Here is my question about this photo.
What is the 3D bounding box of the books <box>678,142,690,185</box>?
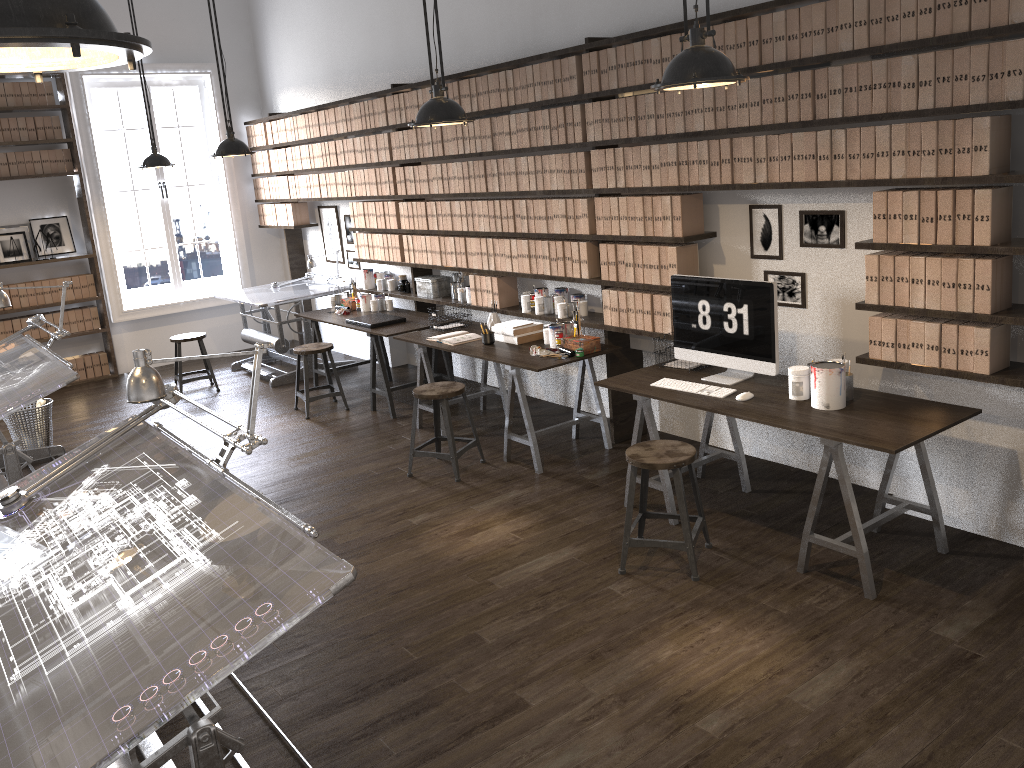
[{"bbox_3d":[0.971,-1.176,4.710,0.175,0.223,0.067,-14,15,-35],"label":"books"}]

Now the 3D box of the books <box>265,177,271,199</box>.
[{"bbox_3d":[-2.491,-2.067,9.328,0.175,0.223,0.067,-14,15,-35],"label":"books"}]

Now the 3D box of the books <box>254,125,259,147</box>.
[{"bbox_3d":[-2.611,-2.620,9.325,0.175,0.223,0.067,-14,15,-35],"label":"books"}]

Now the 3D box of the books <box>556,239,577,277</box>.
[{"bbox_3d":[0.375,-0.811,5.671,0.175,0.223,0.067,-14,15,-35],"label":"books"}]

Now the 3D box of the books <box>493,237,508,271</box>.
[{"bbox_3d":[-0.035,-0.920,6.229,0.175,0.223,0.067,-14,15,-35],"label":"books"}]

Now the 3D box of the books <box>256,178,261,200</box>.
[{"bbox_3d":[-2.658,-2.112,9.560,0.175,0.223,0.067,-14,15,-35],"label":"books"}]

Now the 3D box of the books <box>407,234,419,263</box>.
[{"bbox_3d":[-0.744,-1.101,7.169,0.175,0.223,0.067,-14,15,-35],"label":"books"}]

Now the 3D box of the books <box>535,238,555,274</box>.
[{"bbox_3d":[0.250,-0.846,5.846,0.175,0.223,0.067,-14,15,-35],"label":"books"}]

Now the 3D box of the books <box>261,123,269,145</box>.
[{"bbox_3d":[-2.488,-2.587,9.154,0.175,0.223,0.067,-14,15,-35],"label":"books"}]

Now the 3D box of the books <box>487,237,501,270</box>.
[{"bbox_3d":[-0.080,-0.930,6.282,0.175,0.223,0.067,-14,15,-35],"label":"books"}]

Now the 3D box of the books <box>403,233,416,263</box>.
[{"bbox_3d":[-0.790,-1.111,7.225,0.175,0.223,0.067,-14,15,-35],"label":"books"}]

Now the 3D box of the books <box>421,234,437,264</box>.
[{"bbox_3d":[-0.620,-1.068,7.001,0.175,0.223,0.067,-14,15,-35],"label":"books"}]

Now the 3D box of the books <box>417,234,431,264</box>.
[{"bbox_3d":[-0.659,-1.080,7.060,0.175,0.223,0.067,-14,15,-35],"label":"books"}]

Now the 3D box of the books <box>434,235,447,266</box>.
[{"bbox_3d":[-0.501,-1.037,6.840,0.175,0.223,0.067,-14,15,-35],"label":"books"}]

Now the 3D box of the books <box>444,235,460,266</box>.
[{"bbox_3d":[-0.414,-1.017,6.733,0.175,0.223,0.067,-14,15,-35],"label":"books"}]

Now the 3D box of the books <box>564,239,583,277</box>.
[{"bbox_3d":[0.424,-0.801,5.615,0.175,0.223,0.067,-14,15,-35],"label":"books"}]

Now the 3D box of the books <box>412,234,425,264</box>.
[{"bbox_3d":[-0.699,-1.091,7.116,0.175,0.223,0.067,-14,15,-35],"label":"books"}]

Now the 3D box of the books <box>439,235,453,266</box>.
[{"bbox_3d":[-0.456,-1.028,6.790,0.175,0.223,0.067,-14,15,-35],"label":"books"}]

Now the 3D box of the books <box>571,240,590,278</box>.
[{"bbox_3d":[0.464,-0.789,5.552,0.175,0.223,0.067,-14,15,-35],"label":"books"}]

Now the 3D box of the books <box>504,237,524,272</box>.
[{"bbox_3d":[0.043,-0.897,6.114,0.175,0.223,0.067,-14,15,-35],"label":"books"}]

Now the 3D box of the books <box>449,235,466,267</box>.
[{"bbox_3d":[-0.375,-1.005,6.674,0.175,0.223,0.067,-14,15,-35],"label":"books"}]

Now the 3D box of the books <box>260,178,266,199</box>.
[{"bbox_3d":[-2.577,-2.090,9.445,0.175,0.223,0.067,-14,15,-35],"label":"books"}]

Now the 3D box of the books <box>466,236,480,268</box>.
[{"bbox_3d":[-0.240,-0.972,6.502,0.175,0.223,0.067,-14,15,-35],"label":"books"}]

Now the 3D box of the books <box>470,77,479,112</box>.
[{"bbox_3d":[-0.193,-1.990,6.088,0.175,0.223,0.067,-14,15,-35],"label":"books"}]

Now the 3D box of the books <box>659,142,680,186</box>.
[{"bbox_3d":[0.890,-1.196,4.817,0.175,0.223,0.067,-14,15,-35],"label":"books"}]

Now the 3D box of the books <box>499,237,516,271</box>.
[{"bbox_3d":[0.005,-0.909,6.172,0.175,0.223,0.067,-14,15,-35],"label":"books"}]

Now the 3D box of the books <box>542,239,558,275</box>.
[{"bbox_3d":[0.289,-0.834,5.787,0.175,0.223,0.067,-14,15,-35],"label":"books"}]

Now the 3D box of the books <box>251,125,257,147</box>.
[{"bbox_3d":[-2.656,-2.630,9.378,0.175,0.223,0.067,-14,15,-35],"label":"books"}]

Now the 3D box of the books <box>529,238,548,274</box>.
[{"bbox_3d":[0.208,-0.857,5.903,0.175,0.223,0.067,-14,15,-35],"label":"books"}]

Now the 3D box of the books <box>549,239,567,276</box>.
[{"bbox_3d":[0.335,-0.824,5.734,0.175,0.223,0.067,-14,15,-35],"label":"books"}]

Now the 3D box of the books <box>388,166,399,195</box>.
[{"bbox_3d":[-0.909,-1.662,7.224,0.175,0.223,0.067,-14,15,-35],"label":"books"}]

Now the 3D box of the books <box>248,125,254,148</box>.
[{"bbox_3d":[-2.701,-2.641,9.434,0.175,0.223,0.067,-14,15,-35],"label":"books"}]

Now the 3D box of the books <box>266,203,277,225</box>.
[{"bbox_3d":[-2.511,-1.810,9.440,0.175,0.223,0.067,-14,15,-35],"label":"books"}]

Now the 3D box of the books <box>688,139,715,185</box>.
[{"bbox_3d":[1.013,-1.165,4.654,0.175,0.223,0.067,-14,15,-35],"label":"books"}]

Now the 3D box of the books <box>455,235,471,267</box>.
[{"bbox_3d":[-0.329,-0.995,6.621,0.175,0.223,0.067,-14,15,-35],"label":"books"}]

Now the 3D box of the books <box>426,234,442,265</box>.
[{"bbox_3d":[-0.576,-1.057,6.945,0.175,0.223,0.067,-14,15,-35],"label":"books"}]

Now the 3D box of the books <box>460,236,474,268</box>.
[{"bbox_3d":[-0.289,-0.983,6.558,0.175,0.223,0.067,-14,15,-35],"label":"books"}]

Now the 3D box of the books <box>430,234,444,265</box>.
[{"bbox_3d":[-0.537,-1.048,6.896,0.175,0.223,0.067,-14,15,-35],"label":"books"}]

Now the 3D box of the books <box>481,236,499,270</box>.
[{"bbox_3d":[-0.126,-0.940,6.338,0.175,0.223,0.067,-14,15,-35],"label":"books"}]

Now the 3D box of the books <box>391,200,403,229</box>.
[{"bbox_3d":[-0.890,-1.392,7.273,0.175,0.223,0.067,-14,15,-35],"label":"books"}]

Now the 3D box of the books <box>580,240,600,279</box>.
[{"bbox_3d":[0.512,-0.777,5.491,0.175,0.223,0.067,-14,15,-35],"label":"books"}]

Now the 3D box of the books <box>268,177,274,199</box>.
[{"bbox_3d":[-2.442,-2.057,9.272,0.175,0.223,0.067,-14,15,-35],"label":"books"}]

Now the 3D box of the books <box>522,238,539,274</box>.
[{"bbox_3d":[0.163,-0.866,5.953,0.175,0.223,0.067,-14,15,-35],"label":"books"}]

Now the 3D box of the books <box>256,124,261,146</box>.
[{"bbox_3d":[-2.571,-2.609,9.268,0.175,0.223,0.067,-14,15,-35],"label":"books"}]

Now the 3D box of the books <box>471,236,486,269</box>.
[{"bbox_3d":[-0.203,-0.962,6.448,0.175,0.223,0.067,-14,15,-35],"label":"books"}]

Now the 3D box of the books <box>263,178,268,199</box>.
[{"bbox_3d":[-2.531,-2.080,9.391,0.175,0.223,0.067,-14,15,-35],"label":"books"}]

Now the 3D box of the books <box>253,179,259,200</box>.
[{"bbox_3d":[-2.703,-2.121,9.610,0.175,0.223,0.067,-14,15,-35],"label":"books"}]

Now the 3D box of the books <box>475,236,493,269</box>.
[{"bbox_3d":[-0.169,-0.951,6.396,0.175,0.223,0.067,-14,15,-35],"label":"books"}]

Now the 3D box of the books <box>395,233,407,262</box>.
[{"bbox_3d":[-0.868,-1.132,7.332,0.175,0.223,0.067,-14,15,-35],"label":"books"}]

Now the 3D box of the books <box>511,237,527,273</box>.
[{"bbox_3d":[0.088,-0.886,6.058,0.175,0.223,0.067,-14,15,-35],"label":"books"}]

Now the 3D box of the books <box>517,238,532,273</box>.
[{"bbox_3d":[0.127,-0.877,6.009,0.175,0.223,0.067,-14,15,-35],"label":"books"}]

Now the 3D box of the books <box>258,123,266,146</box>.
[{"bbox_3d":[-2.532,-2.598,9.210,0.175,0.223,0.067,-14,15,-35],"label":"books"}]

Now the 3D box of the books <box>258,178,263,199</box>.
[{"bbox_3d":[-2.616,-2.102,9.503,0.175,0.223,0.067,-14,15,-35],"label":"books"}]

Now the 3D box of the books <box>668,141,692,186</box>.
[{"bbox_3d":[0.926,-1.185,4.761,0.175,0.223,0.067,-14,15,-35],"label":"books"}]

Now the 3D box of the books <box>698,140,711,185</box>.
[{"bbox_3d":[1.052,-1.153,4.595,0.175,0.223,0.067,-14,15,-35],"label":"books"}]
